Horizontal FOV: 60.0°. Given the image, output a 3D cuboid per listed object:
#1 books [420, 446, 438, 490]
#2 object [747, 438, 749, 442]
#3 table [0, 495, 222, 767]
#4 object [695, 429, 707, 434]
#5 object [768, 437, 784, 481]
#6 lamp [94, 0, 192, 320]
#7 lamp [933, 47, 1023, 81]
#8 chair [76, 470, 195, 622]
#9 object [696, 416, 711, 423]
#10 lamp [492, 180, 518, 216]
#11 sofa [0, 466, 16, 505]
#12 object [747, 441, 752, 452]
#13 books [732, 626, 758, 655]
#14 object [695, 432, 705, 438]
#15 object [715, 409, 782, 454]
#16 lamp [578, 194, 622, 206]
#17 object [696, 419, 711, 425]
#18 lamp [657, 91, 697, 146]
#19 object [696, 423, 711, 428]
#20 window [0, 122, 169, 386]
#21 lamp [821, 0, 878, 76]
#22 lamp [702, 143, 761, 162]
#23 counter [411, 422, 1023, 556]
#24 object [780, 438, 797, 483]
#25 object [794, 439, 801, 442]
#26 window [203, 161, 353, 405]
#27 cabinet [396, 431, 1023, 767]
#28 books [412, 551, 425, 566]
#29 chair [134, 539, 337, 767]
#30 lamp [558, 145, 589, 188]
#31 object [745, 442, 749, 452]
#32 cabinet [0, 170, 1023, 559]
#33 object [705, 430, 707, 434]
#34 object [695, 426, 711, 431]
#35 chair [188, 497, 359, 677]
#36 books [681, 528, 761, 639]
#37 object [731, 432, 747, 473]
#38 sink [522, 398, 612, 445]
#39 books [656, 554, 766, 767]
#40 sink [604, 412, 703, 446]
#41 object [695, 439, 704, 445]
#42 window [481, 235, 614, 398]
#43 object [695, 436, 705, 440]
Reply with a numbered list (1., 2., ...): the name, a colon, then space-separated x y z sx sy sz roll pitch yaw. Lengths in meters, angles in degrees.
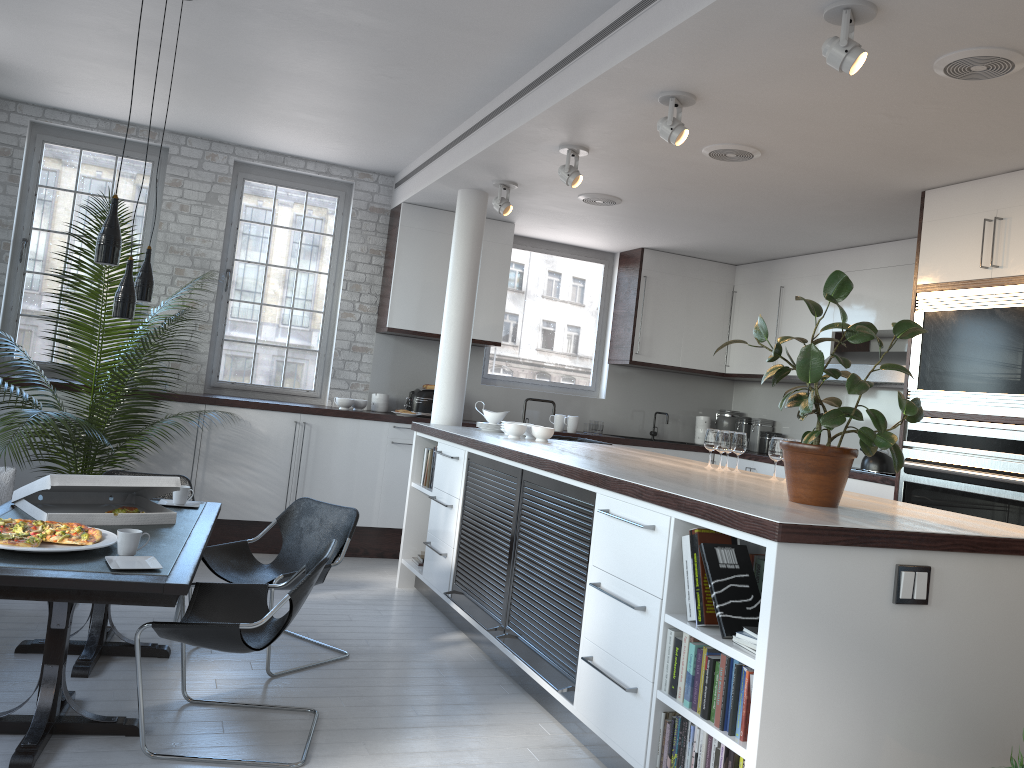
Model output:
1. books: -0.459 0.583 6.261 0.253 0.324 0.510 7 -2 -21
2. object: 2.181 0.558 8.348 0.094 0.098 0.094 7 -2 -4
3. table: -1.871 0.974 3.873 0.958 0.704 1.917 7 -1 -15
4. object: 1.921 0.486 8.923 0.154 0.075 0.152 6 -1 36
5. object: 1.359 0.386 4.561 0.083 0.223 0.082 5 -3 35
6. lamp: -1.628 -1.213 3.988 0.114 1.856 1.055 7 -2 -14
7. lamp: 1.856 -1.266 3.522 0.328 0.025 0.328 7 -1 -23
8. chair: -2.132 0.921 4.977 0.670 0.779 0.664 7 -2 -16
9. object: 1.929 0.359 8.928 0.153 0.070 0.152 6 -1 25
10. lamp: -0.061 -1.340 6.449 0.183 0.239 0.183 7 -2 -18
11. sofa: -2.889 0.819 3.571 0.919 0.772 2.656 7 -1 -15
12. object: 2.239 0.596 8.475 0.094 0.098 0.094 7 -2 -4
13. books: 0.863 0.829 2.848 0.271 0.054 0.204 7 -1 -26
14. object: 1.919 0.519 8.919 0.153 0.063 0.152 6 -1 8
15. object: 2.324 0.466 8.687 0.243 0.375 0.875 8 -1 -25
16. lamp: 0.652 -1.369 6.602 0.329 0.025 0.327 6 -1 44
17. object: 1.927 0.391 8.924 0.153 0.067 0.152 6 -1 25
18. lamp: 0.786 -1.268 4.282 0.183 0.239 0.183 7 -2 -18
19. object: 1.925 0.421 8.925 0.153 0.076 0.154 7 -1 0
20. window: -3.440 -1.025 7.138 1.031 1.995 0.133 7 -3 -21
21. lamp: 1.210 -1.232 3.198 0.183 0.239 0.183 7 -2 -18
22. lamp: 1.254 -1.317 5.063 0.328 0.025 0.328 7 -1 -16
23. counter: 0.689 0.452 4.835 1.444 0.061 4.202 7 -1 -21
24. object: 1.393 0.389 4.472 0.083 0.223 0.082 6 -3 12
25. object: 1.448 0.397 4.579 0.083 0.223 0.082 5 -3 34
26. window: -3.191 -1.263 12.074 8.121 6.081 9.149 7 -1 -21
27. cabinet: 0.626 1.037 4.796 1.498 1.173 4.171 7 -1 -21
28. books: -0.496 1.135 6.262 0.293 0.324 0.472 7 -2 -24
29. chair: -1.098 1.024 3.600 0.664 0.779 0.670 7 -2 -6
30. lamp: 0.363 -1.304 5.365 0.183 0.239 0.183 7 -2 -18
31. object: 2.178 0.588 8.346 0.094 0.098 0.094 7 -2 -4
32. cabinet: 0.191 0.065 4.785 7.216 3.006 7.302 7 -1 -21
33. object: 1.969 0.538 8.665 0.134 0.152 0.250 7 -1 -20
34. object: 1.923 0.457 8.925 0.153 0.060 0.153 7 -1 -21
35. chair: -1.226 1.021 4.637 0.672 0.779 0.662 5 -2 34
36. books: 0.740 0.681 3.082 0.186 0.329 0.323 7 -2 -21
37. object: 1.241 0.376 4.860 0.082 0.223 0.083 8 -3 -27
38. sink: 0.338 0.388 6.589 0.647 0.520 0.546 7 -2 -21
39. books: 0.865 1.018 3.014 0.491 0.799 0.540 7 -2 -21
40. sink: 1.395 0.475 8.561 0.914 0.414 0.434 7 -2 -21
41. object: 1.914 0.584 8.920 0.153 0.055 0.153 6 -1 22
42. window: 0.347 -0.655 8.615 1.296 1.461 0.133 7 -3 -21
43. object: 1.916 0.548 8.919 0.153 0.074 0.153 7 -1 -18
